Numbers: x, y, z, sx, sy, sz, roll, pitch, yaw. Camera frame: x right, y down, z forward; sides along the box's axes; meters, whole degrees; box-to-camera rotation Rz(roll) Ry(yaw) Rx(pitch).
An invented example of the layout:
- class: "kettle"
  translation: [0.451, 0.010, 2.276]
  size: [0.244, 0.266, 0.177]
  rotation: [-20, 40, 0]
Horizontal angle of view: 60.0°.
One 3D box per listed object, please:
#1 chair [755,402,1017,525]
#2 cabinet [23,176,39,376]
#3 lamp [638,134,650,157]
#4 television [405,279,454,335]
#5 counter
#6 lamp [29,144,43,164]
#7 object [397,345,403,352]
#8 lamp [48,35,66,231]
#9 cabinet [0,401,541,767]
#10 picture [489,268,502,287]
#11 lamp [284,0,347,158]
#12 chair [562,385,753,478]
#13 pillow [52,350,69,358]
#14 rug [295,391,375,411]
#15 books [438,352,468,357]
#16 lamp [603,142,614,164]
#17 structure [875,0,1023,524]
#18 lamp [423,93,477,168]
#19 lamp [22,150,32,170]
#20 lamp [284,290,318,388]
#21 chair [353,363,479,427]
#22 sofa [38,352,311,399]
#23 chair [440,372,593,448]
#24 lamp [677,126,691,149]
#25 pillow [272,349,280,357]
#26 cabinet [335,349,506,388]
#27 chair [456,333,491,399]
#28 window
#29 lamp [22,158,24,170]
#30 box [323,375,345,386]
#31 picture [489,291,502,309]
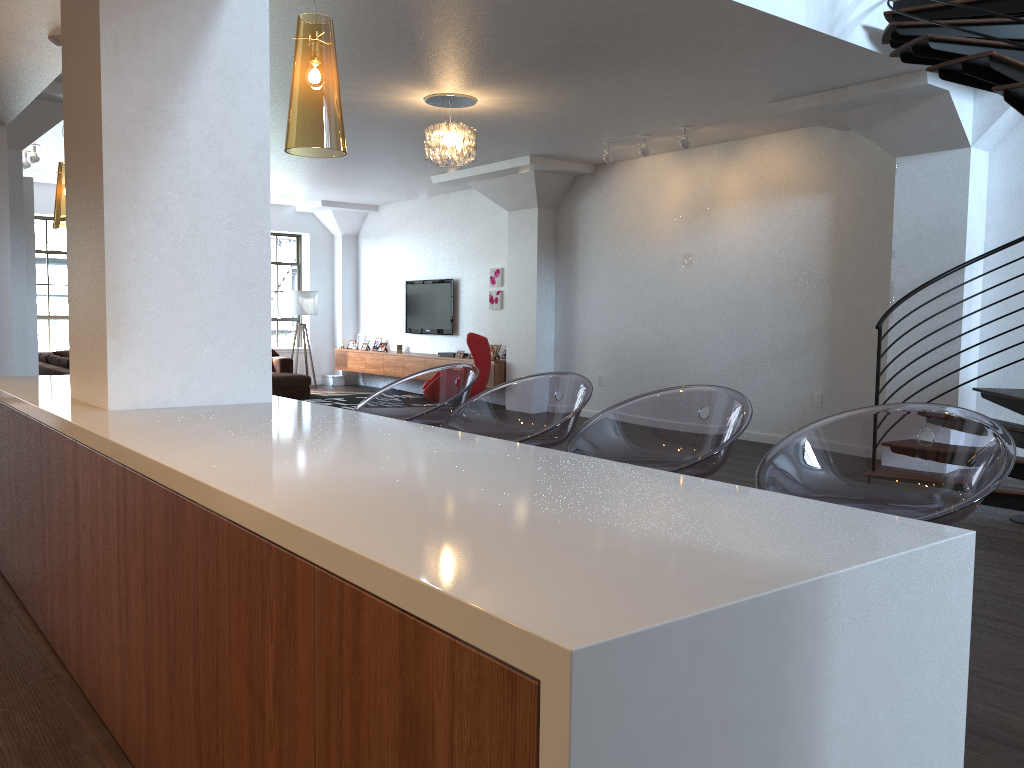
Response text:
- class: "chair"
  translation: [0.793, 0.559, 1.965]
  size: [0.481, 1.014, 0.530]
  rotation: [-2, 5, -36]
- class: "cabinet"
  translation: [-5.933, -0.821, 9.793]
  size: [0.461, 2.414, 4.500]
  rotation: [-3, 6, -38]
- class: "lamp"
  translation: [1.294, -2.337, 8.696]
  size: [0.111, 0.211, 0.120]
  rotation: [2, 4, 11]
- class: "television"
  translation: [-1.257, -1.155, 13.327]
  size: [0.013, 0.816, 1.324]
  rotation: [-3, 6, -38]
- class: "counter"
  translation: [0.722, 0.611, 2.323]
  size: [8.182, 0.860, 3.039]
  rotation: [3, 5, 23]
- class: "lamp"
  translation: [-5.162, -2.487, 9.595]
  size: [0.111, 0.211, 0.120]
  rotation: [0, 4, -4]
- class: "object"
  translation: [-1.768, -0.558, 13.950]
  size: [0.089, 0.110, 0.089]
  rotation: [1, 4, 7]
- class: "lamp"
  translation: [-2.144, -1.198, 4.278]
  size: [0.149, 0.900, 0.149]
  rotation: [1, 4, 7]
- class: "cabinet"
  translation: [-0.997, 0.557, 3.044]
  size: [0.898, 0.796, 4.493]
  rotation: [-3, 6, -38]
- class: "picture"
  translation: [-0.222, -1.450, 12.067]
  size: [0.030, 0.250, 0.250]
  rotation: [-3, 6, -38]
- class: "lamp"
  translation: [-0.433, -1.568, 3.444]
  size: [0.149, 1.807, 2.842]
  rotation: [1, 4, 1]
- class: "chair"
  translation: [0.383, 0.517, 2.445]
  size: [0.481, 1.014, 0.530]
  rotation: [-3, 6, -40]
- class: "pillow"
  translation: [-5.780, -0.276, 11.808]
  size: [0.334, 0.418, 0.580]
  rotation: [3, 5, 25]
- class: "rug"
  translation: [-2.578, 0.282, 11.719]
  size: [4.200, 0.007, 3.100]
  rotation: [-2, 5, -36]
- class: "books"
  translation: [-0.848, -0.420, 12.725]
  size: [0.250, 0.053, 0.400]
  rotation: [-3, 6, -38]
- class: "lamp"
  translation: [0.984, -2.371, 9.094]
  size: [0.111, 0.211, 0.120]
  rotation: [0, 4, -4]
- class: "structure"
  translation: [3.232, -1.331, 5.242]
  size: [1.998, 4.352, 1.998]
  rotation: [2, 4, 13]
- class: "lamp"
  translation: [-0.512, -2.087, 7.369]
  size: [0.441, 0.539, 0.442]
  rotation: [1, 4, 4]
- class: "lamp"
  translation: [-5.472, -2.521, 9.993]
  size: [0.111, 0.211, 0.120]
  rotation: [2, 4, 11]
- class: "lamp"
  translation: [-3.459, -0.734, 14.556]
  size: [0.545, 1.579, 0.545]
  rotation: [-1, 5, -27]
- class: "chair"
  translation: [-0.381, 0.431, 3.453]
  size: [0.481, 1.014, 0.530]
  rotation: [-2, 5, -36]
- class: "sofa"
  translation: [-3.958, -0.031, 11.265]
  size: [3.481, 0.664, 4.197]
  rotation: [-3, 6, -38]
- class: "chair"
  translation: [0.005, 0.474, 2.957]
  size: [0.481, 1.014, 0.530]
  rotation: [-3, 6, -40]
- class: "lamp"
  translation: [1.612, -2.302, 8.287]
  size: [0.111, 0.211, 0.120]
  rotation: [3, 5, 26]
- class: "pillow"
  translation: [-3.868, -0.456, 13.397]
  size: [0.335, 0.587, 0.651]
  rotation: [3, 5, 31]
- class: "cabinet"
  translation: [-1.432, -0.277, 13.347]
  size: [0.459, 0.350, 4.501]
  rotation: [-3, 6, -38]
- class: "chair"
  translation: [-0.655, -0.111, 10.615]
  size: [0.801, 1.006, 0.798]
  rotation: [0, 4, -13]
- class: "window"
  translation: [-5.487, -1.492, 13.817]
  size: [4.648, 1.905, 0.114]
  rotation: [-3, 6, -38]
- class: "lamp"
  translation: [-5.789, -2.556, 10.402]
  size: [0.111, 0.211, 0.120]
  rotation: [3, 5, 26]
- class: "box"
  translation: [-3.044, -0.064, 15.138]
  size: [0.228, 0.165, 0.368]
  rotation: [-3, 6, -38]
- class: "picture"
  translation: [-0.226, -1.144, 12.090]
  size: [0.030, 0.250, 0.250]
  rotation: [-3, 6, -38]
